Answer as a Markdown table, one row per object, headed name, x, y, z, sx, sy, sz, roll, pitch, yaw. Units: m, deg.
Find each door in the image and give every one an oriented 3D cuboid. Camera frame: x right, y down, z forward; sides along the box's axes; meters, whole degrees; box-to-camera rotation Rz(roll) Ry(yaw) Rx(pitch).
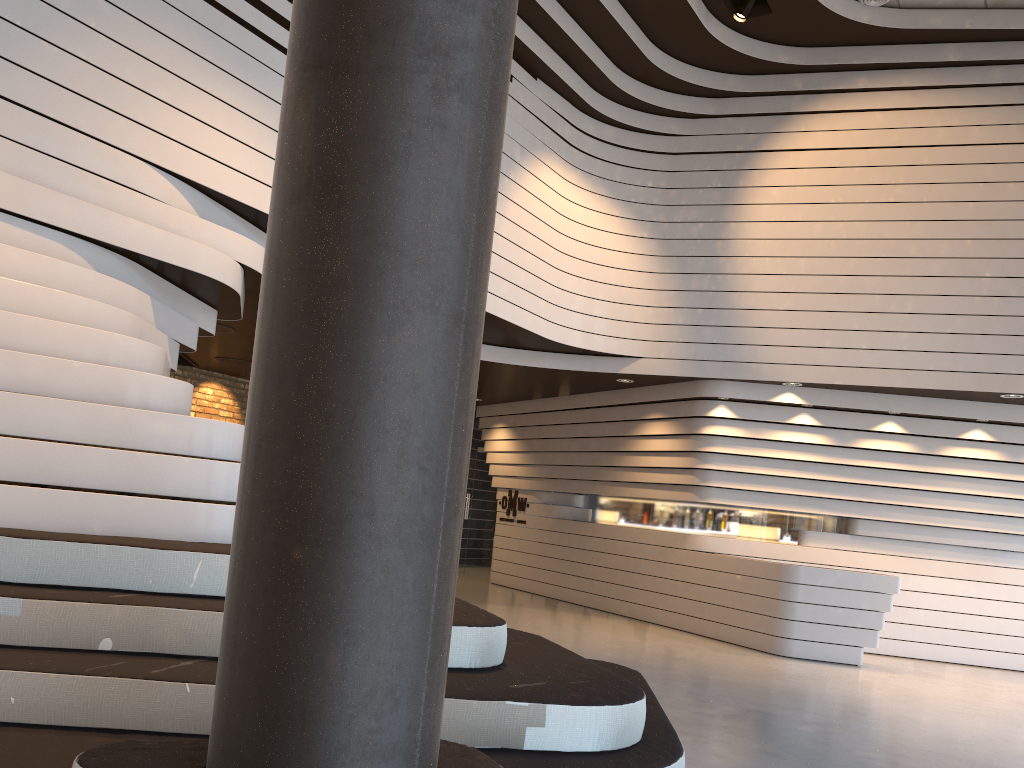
| name | x | y | z | sx | sy | sz | roll | pitch | yaw |
| --- | --- | --- | --- | --- | --- | --- | --- | --- | --- |
| door | -0.777 | 1.729 | 14.145 | 1.776 | 2.689 | 0.079 | 3 | -3 | 37 |

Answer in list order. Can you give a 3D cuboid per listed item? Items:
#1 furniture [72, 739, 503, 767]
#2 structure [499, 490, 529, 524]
| name | x | y | z | sx | sy | sz | roll | pitch | yaw |
| --- | --- | --- | --- | --- | --- | --- | --- | --- | --- |
| furniture | -0.322 | 0.973 | 1.188 | 1.773 | 0.718 | 1.284 | 9 | -7 | -22 |
| structure | 0.019 | 1.797 | 12.966 | 0.017 | 0.467 | 0.805 | 7 | -6 | -32 |
